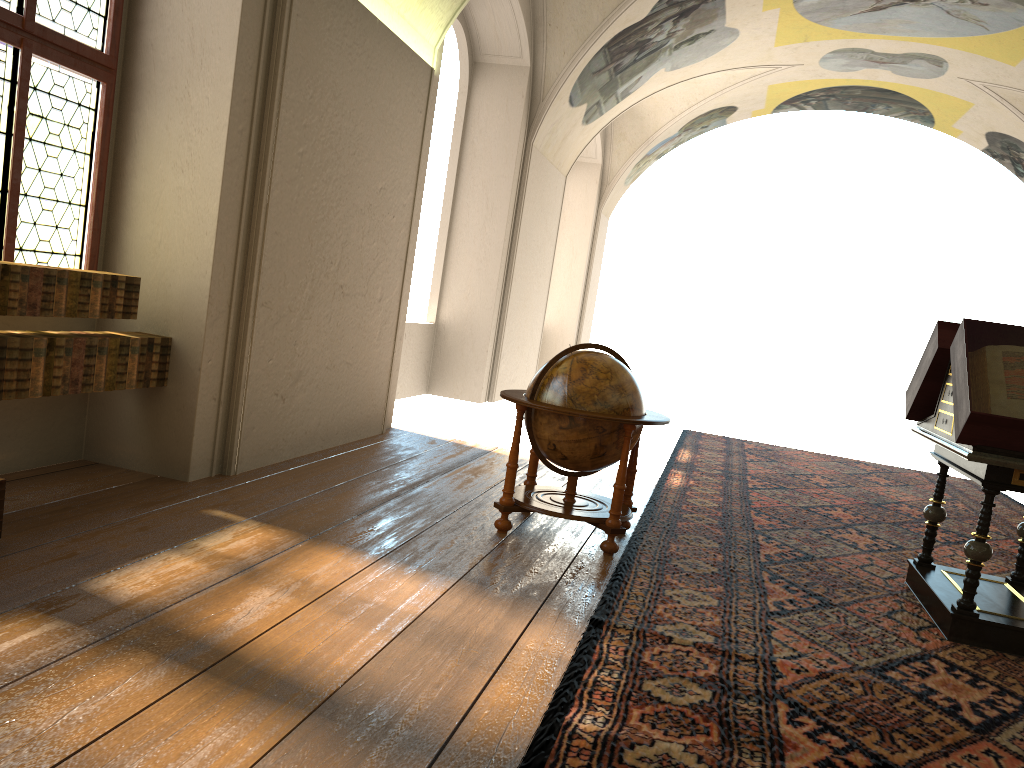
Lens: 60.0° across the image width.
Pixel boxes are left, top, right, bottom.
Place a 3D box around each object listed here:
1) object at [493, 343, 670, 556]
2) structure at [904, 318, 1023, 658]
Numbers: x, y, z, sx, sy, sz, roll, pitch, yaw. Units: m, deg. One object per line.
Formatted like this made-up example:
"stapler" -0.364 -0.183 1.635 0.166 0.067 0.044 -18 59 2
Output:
"object" 0.506 0.411 6.660 1.280 1.452 1.275 4 7 -39
"structure" 3.336 0.650 5.817 1.244 1.985 1.889 10 6 13
